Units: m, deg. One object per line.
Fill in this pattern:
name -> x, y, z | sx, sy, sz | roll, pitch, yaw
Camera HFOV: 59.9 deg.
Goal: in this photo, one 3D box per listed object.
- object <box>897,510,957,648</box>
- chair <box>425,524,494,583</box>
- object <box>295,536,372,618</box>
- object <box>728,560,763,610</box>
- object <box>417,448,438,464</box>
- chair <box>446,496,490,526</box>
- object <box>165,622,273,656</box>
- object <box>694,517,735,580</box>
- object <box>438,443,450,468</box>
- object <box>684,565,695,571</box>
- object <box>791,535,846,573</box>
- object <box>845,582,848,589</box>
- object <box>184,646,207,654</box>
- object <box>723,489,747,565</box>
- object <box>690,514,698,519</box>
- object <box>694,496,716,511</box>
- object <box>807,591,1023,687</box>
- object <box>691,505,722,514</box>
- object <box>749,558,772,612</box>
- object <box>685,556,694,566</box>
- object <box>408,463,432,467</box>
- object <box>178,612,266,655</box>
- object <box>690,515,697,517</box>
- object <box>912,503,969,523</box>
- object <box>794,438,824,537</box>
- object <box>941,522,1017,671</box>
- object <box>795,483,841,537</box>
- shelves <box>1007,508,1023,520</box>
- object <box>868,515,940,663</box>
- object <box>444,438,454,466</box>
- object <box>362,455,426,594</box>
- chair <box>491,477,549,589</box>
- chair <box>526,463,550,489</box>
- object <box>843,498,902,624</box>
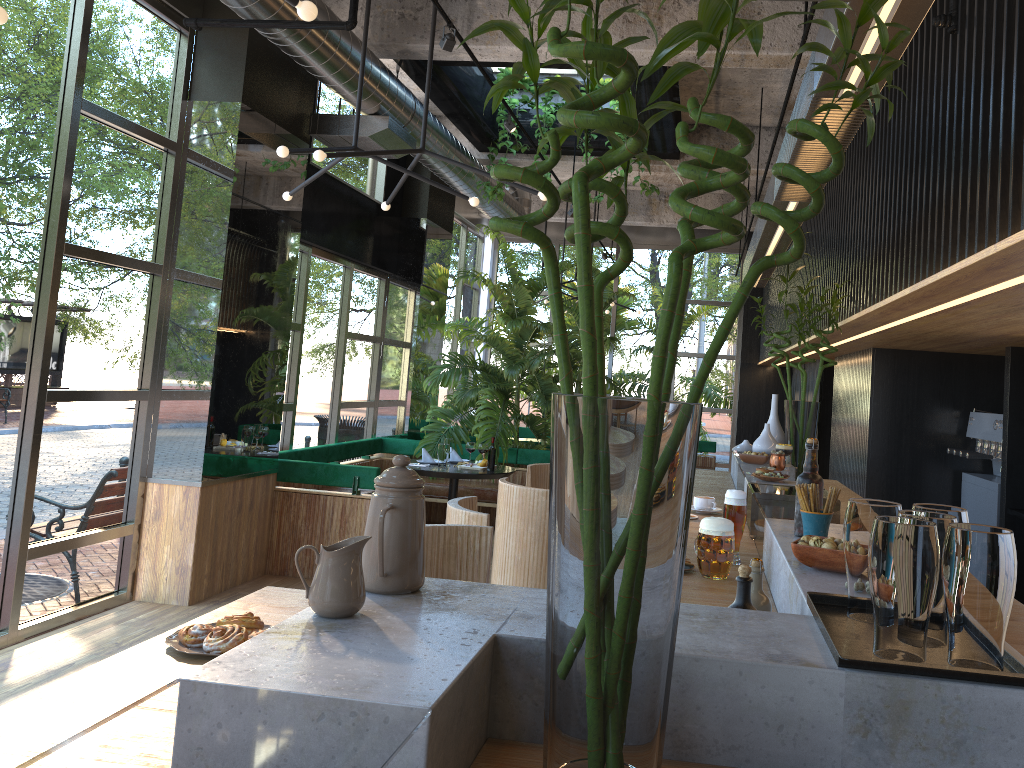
object -> 0.683, 0.321, 1.470 | 0.100, 0.210, 0.110 | 1, -5, 45
chair -> -0.177, 0.928, 2.476 | 0.569, 0.974, 0.523 | 6, -4, -33
object -> -0.276, 0.298, 1.389 | 0.097, 0.120, 0.089 | 3, -3, 19
object -> 0.460, 0.451, 1.705 | 0.067, 0.216, 0.170 | 1, -4, 36
object -> -0.753, 0.663, 8.133 | 0.235, 0.139, 0.229 | 4, -1, -6
chair -> 0.000, 0.935, 3.236 | 0.568, 0.974, 0.524 | 6, -4, -30
object -> -0.535, 0.482, 1.666 | 0.215, 0.013, 0.196 | 4, 1, -44
object -> 0.595, 0.475, 2.600 | 0.110, 0.172, 0.137 | 4, -3, 4
object -> -0.608, 0.635, 7.844 | 0.100, 0.210, 0.110 | 1, -5, 45
object -> 0.472, 0.546, 2.655 | 0.154, 0.013, 0.145 | 4, 0, -19
object -> 0.744, 0.387, 2.069 | 0.187, 0.073, 0.233 | 4, 0, 30
object -> 0.761, 0.373, 1.857 | 0.160, 0.107, 0.086 | 5, -2, -35
object -> -0.463, 0.456, 1.797 | 0.434, 0.073, 0.174 | 4, 0, -45
object -> 0.703, 0.451, 2.811 | 0.071, 0.233, 0.078 | 1, -5, 43
object -> 0.705, 0.558, 3.761 | 0.162, 0.005, 0.171 | 4, 0, 22
object -> 0.872, 0.533, 3.934 | 0.134, 0.064, 0.109 | 4, -1, -11
object -> 0.650, 0.414, 1.470 | 0.269, 0.019, 0.442 | 4, 0, 11
object -> 0.850, 0.560, 3.936 | 0.159, 0.020, 0.161 | 4, 0, 7
object -> 0.484, 0.454, 1.775 | 0.072, 0.211, 0.068 | 6, -4, -23
object -> 0.476, 0.531, 2.657 | 0.092, 0.041, 0.147 | 4, 0, 44
object -> -0.823, 0.715, 7.876 | 0.252, 0.019, 0.159 | 4, 0, 9
object -> -0.531, 0.463, 1.660 | 0.160, 0.053, 0.156 | 4, 0, -36
object -> 0.703, 0.556, 3.757 | 0.125, 0.005, 0.117 | 4, 1, -41
object -> 0.762, 0.325, 1.589 | 0.110, 0.210, 0.100 | 7, -4, -35
object -> 0.837, 0.289, 2.496 | 0.078, 0.278, 0.071 | 8, -6, -44
object -> 0.705, 0.323, 1.345 | 0.110, 0.210, 0.100 | 7, -4, -35
object -> 0.793, 0.345, 2.326 | 0.103, 0.162, 0.107 | 1, -4, 44
shelves -> 3.423, 0.849, 5.385 | 0.517, 0.035, 0.877 | 4, 0, 11
object -> 0.602, 0.316, 1.370 | 0.110, 0.210, 0.100 | 7, -4, -35
object -> -0.578, 0.617, 8.013 | 0.094, 0.246, 0.091 | 5, -4, -7
object -> -0.209, 0.244, 1.588 | 0.122, 0.235, 0.207 | 6, -3, -21
chair -> 0.176, 0.941, 4.043 | 0.524, 0.974, 0.567 | 2, -4, 33
chair -> 0.319, 0.946, 4.787 | 0.560, 0.974, 0.531 | 5, -3, -15
object -> 0.647, 0.317, 1.597 | 0.110, 0.210, 0.100 | 7, -4, -35
